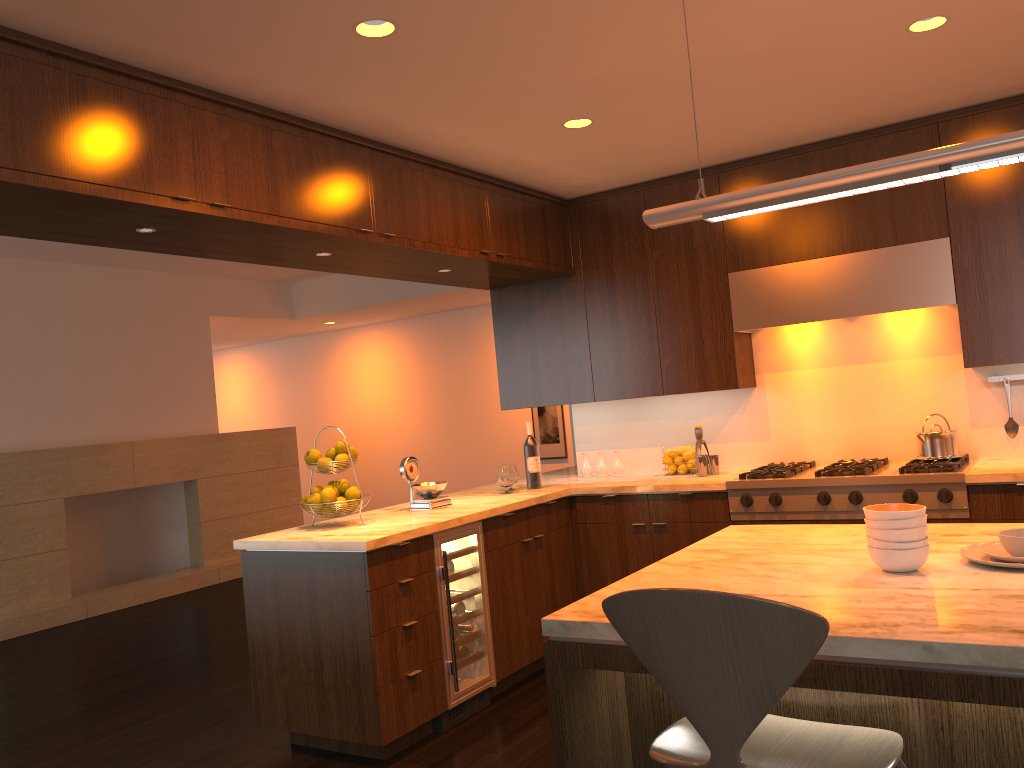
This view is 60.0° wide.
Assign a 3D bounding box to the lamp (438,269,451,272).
[{"bbox_3d":[-0.354,-0.597,4.668,0.068,0.004,0.068,-6,-2,13],"label":"lamp"}]

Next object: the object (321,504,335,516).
[{"bbox_3d":[-0.840,0.571,4.047,0.063,0.069,0.070,-5,-2,-5],"label":"object"}]

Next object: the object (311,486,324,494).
[{"bbox_3d":[-0.889,0.503,4.076,0.067,0.071,0.069,-5,-2,-22],"label":"object"}]

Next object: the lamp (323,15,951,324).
[{"bbox_3d":[-3.389,-0.771,8.011,16.431,0.171,5.868,-6,-2,32],"label":"lamp"}]

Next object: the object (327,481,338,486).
[{"bbox_3d":[-0.823,0.473,4.105,0.063,0.059,0.061,-5,-2,-24],"label":"object"}]

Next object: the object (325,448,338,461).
[{"bbox_3d":[-0.835,0.327,4.121,0.061,0.063,0.062,-4,-2,-33],"label":"object"}]

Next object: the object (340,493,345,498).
[{"bbox_3d":[-0.768,0.505,4.123,0.070,0.072,0.071,-5,-2,-4],"label":"object"}]

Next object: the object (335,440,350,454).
[{"bbox_3d":[-0.783,0.293,4.094,0.068,0.072,0.071,-5,-2,-11],"label":"object"}]

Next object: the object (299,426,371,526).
[{"bbox_3d":[-0.827,0.425,4.105,0.324,0.461,0.324,-5,-2,-8],"label":"object"}]

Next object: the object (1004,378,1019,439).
[{"bbox_3d":[2.408,0.117,4.292,0.061,0.296,0.020,-6,-2,31],"label":"object"}]

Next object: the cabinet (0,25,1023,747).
[{"bbox_3d":[1.274,-0.160,2.767,5.521,2.997,7.728,-6,-2,32],"label":"cabinet"}]

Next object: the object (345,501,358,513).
[{"bbox_3d":[-0.748,0.558,4.084,0.078,0.075,0.078,-6,-2,11],"label":"object"}]

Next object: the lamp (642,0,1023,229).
[{"bbox_3d":[1.385,-0.911,1.785,2.465,0.765,0.120,-6,-2,32],"label":"lamp"}]

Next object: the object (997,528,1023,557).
[{"bbox_3d":[1.219,0.378,2.080,0.138,0.059,0.139,-4,-2,-32],"label":"object"}]

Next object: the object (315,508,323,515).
[{"bbox_3d":[-0.882,0.581,4.095,0.056,0.053,0.057,-5,-2,-7],"label":"object"}]

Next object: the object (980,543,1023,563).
[{"bbox_3d":[1.221,0.399,2.079,0.216,0.025,0.217,-4,-2,-40],"label":"object"}]

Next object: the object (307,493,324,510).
[{"bbox_3d":[-0.888,0.531,4.007,0.077,0.077,0.077,-7,-2,44],"label":"object"}]

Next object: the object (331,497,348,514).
[{"bbox_3d":[-0.780,0.547,4.010,0.078,0.076,0.078,-6,-2,20],"label":"object"}]

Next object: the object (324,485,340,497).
[{"bbox_3d":[-0.823,0.495,4.039,0.077,0.075,0.077,-5,-2,6],"label":"object"}]

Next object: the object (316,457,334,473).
[{"bbox_3d":[-0.857,0.371,4.070,0.078,0.072,0.077,-5,-2,-2],"label":"object"}]

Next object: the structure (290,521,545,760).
[{"bbox_3d":[1.232,0.957,4.299,3.400,0.862,3.060,-6,-2,32],"label":"structure"}]

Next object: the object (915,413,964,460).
[{"bbox_3d":[2.094,0.253,4.372,0.221,0.218,0.221,-6,-2,17],"label":"object"}]

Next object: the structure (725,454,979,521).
[{"bbox_3d":[1.716,0.418,4.452,1.067,0.422,0.824,-6,-2,32],"label":"structure"}]

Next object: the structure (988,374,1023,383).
[{"bbox_3d":[2.560,-0.046,4.201,0.541,0.031,0.048,-6,-2,36],"label":"structure"}]

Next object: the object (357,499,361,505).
[{"bbox_3d":[-0.741,0.538,4.176,0.073,0.072,0.071,-5,-2,-14],"label":"object"}]

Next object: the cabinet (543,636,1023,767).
[{"bbox_3d":[1.588,0.849,1.752,2.713,0.876,1.281,-6,-2,32],"label":"cabinet"}]

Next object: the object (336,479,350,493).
[{"bbox_3d":[-0.771,0.465,4.047,0.062,0.063,0.060,-7,-2,40],"label":"object"}]

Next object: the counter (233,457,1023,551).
[{"bbox_3d":[1.150,0.497,4.262,3.616,0.038,3.187,-6,-2,32],"label":"counter"}]

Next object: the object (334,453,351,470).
[{"bbox_3d":[-0.778,0.355,4.076,0.078,0.077,0.077,-4,-2,-41],"label":"object"}]

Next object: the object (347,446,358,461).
[{"bbox_3d":[-0.753,0.327,4.137,0.071,0.074,0.070,-4,-2,-36],"label":"object"}]

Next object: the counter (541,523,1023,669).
[{"bbox_3d":[1.546,0.393,1.765,2.711,0.038,1.280,-6,-2,32],"label":"counter"}]

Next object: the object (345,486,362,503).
[{"bbox_3d":[-0.721,0.502,4.031,0.077,0.074,0.078,-4,-2,-42],"label":"object"}]

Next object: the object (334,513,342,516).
[{"bbox_3d":[-0.811,0.581,4.111,0.062,0.062,0.062,-5,-2,-14],"label":"object"}]

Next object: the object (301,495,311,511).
[{"bbox_3d":[-0.933,0.546,4.073,0.068,0.069,0.065,-6,-2,9],"label":"object"}]

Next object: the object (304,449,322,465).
[{"bbox_3d":[-0.919,0.338,4.095,0.077,0.079,0.075,-7,-2,42],"label":"object"}]

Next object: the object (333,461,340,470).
[{"bbox_3d":[-0.804,0.368,4.148,0.071,0.072,0.071,-5,-2,-26],"label":"object"}]

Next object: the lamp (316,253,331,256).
[{"bbox_3d":[-0.832,-0.573,3.916,0.068,0.004,0.068,-6,-2,13],"label":"lamp"}]

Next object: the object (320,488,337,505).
[{"bbox_3d":[-0.820,0.503,3.971,0.068,0.077,0.079,-6,-2,8],"label":"object"}]
